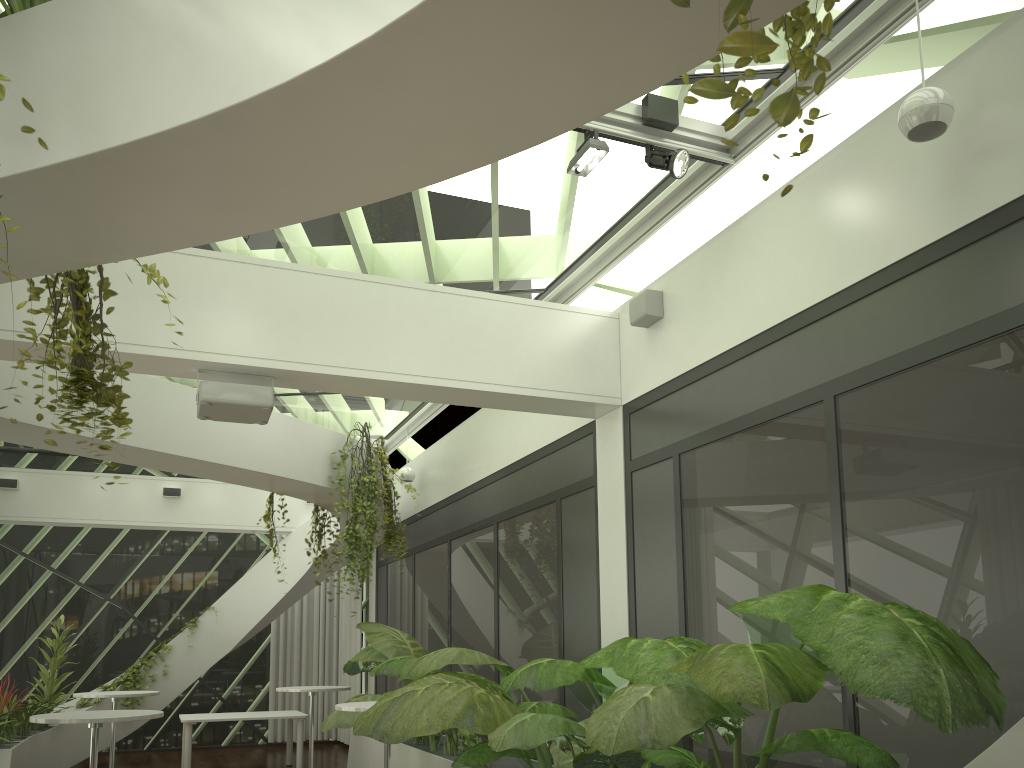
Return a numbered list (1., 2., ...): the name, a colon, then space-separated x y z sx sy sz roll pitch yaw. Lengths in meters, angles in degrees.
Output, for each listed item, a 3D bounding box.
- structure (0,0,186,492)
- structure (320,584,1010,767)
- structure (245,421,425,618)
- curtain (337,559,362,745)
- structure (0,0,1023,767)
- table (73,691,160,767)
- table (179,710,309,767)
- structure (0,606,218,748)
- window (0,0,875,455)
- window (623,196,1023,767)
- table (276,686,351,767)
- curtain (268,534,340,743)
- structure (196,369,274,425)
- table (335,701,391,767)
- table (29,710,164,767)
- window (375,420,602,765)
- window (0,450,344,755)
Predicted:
1. structure: -1.989 -0.410 3.380 4.670 2.259 1.475 -10 -14 31
2. structure: -0.498 2.563 6.540 1.789 1.670 9.153 4 -17 -21
3. structure: -1.881 1.434 9.244 1.449 2.021 1.668 -8 -13 32
4. curtain: -2.549 3.612 13.877 0.160 3.989 1.021 3 -9 -23
5. structure: -0.585 0.415 1.815 5.930 4.107 25.102 3 -17 -16
6. table: -4.272 3.874 9.405 0.857 1.069 0.880 -3 -12 12
7. table: -3.430 4.573 11.121 1.507 0.700 1.097 6 -16 -22
8. structure: -5.560 3.401 10.459 2.034 1.624 4.920 -3 -16 9
9. window: -2.305 -1.104 6.533 5.711 0.053 17.196 6 -18 -21
10. window: 2.176 0.736 2.854 0.050 3.154 7.295 3 -16 -22
11. table: -2.320 4.092 10.195 0.857 1.069 0.880 -3 -12 12
12. curtain: -3.336 3.783 14.415 1.234 3.989 0.163 3 -9 -23
13. structure: -1.740 0.078 5.499 0.464 0.269 0.398 5 -15 -22
14. table: -0.969 3.084 6.911 0.857 1.069 0.880 -3 -12 12
15. table: -2.920 2.866 6.120 0.857 1.069 0.880 -3 -12 12
16. window: -0.663 2.853 9.752 0.050 3.154 7.386 3 -16 -22
17. window: -5.396 3.462 13.857 5.761 4.530 0.039 5 -10 -22
